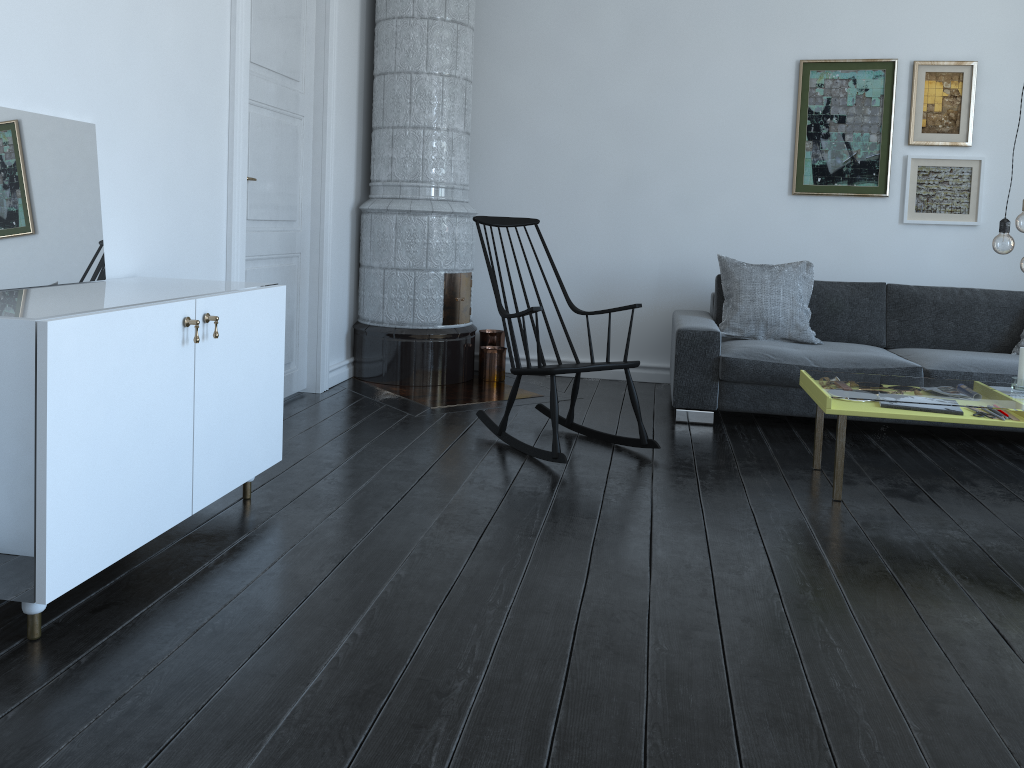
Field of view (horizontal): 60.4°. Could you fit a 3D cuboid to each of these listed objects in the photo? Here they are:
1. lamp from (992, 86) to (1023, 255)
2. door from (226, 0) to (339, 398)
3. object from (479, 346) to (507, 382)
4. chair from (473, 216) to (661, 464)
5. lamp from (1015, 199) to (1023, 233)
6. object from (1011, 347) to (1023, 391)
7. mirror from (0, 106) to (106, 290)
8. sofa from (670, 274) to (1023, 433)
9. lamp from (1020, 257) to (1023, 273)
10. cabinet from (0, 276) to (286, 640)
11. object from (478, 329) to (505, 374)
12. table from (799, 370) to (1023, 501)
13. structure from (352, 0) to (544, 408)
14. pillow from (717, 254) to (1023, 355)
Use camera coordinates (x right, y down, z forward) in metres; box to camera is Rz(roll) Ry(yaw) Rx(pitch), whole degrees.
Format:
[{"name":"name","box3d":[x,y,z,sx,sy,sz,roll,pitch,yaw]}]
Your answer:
[{"name":"lamp","box3d":[1.857,-1.220,3.222,0.074,1.484,0.087,0,4,-29]},{"name":"door","box3d":[-1.134,-1.095,4.308,0.116,2.453,1.180,3,5,9]},{"name":"object","box3d":[-0.121,-0.124,5.453,0.174,0.197,0.173,2,7,-1]},{"name":"chair","box3d":[0.182,-0.241,3.957,0.613,0.996,0.915,-2,8,-36]},{"name":"lamp","box3d":[1.922,-1.295,3.196,0.074,1.484,0.075,0,4,-34]},{"name":"object","box3d":[2.008,-0.062,3.457,0.075,0.172,0.075,7,7,44]},{"name":"mirror","box3d":[-1.393,-0.527,2.507,0.054,0.497,0.704,3,8,9]},{"name":"sofa","box3d":[2.066,-0.167,4.721,2.374,0.717,1.097,4,9,9]},{"name":"lamp","box3d":[1.955,-1.144,3.224,0.075,1.484,0.089,5,4,33]},{"name":"cabinet","box3d":[-1.138,0.106,2.501,0.590,0.727,1.216,3,9,9]},{"name":"object","box3d":[-0.130,-0.199,5.634,0.173,0.278,0.177,3,6,9]},{"name":"table","box3d":[1.860,0.237,3.354,1.402,0.396,0.608,4,9,9]},{"name":"structure","box3d":[-0.416,-1.443,5.220,0.778,2.865,1.280,-1,6,-36]},{"name":"pillow","box3d":[2.158,-0.415,4.800,2.058,0.488,0.483,5,7,14]}]
